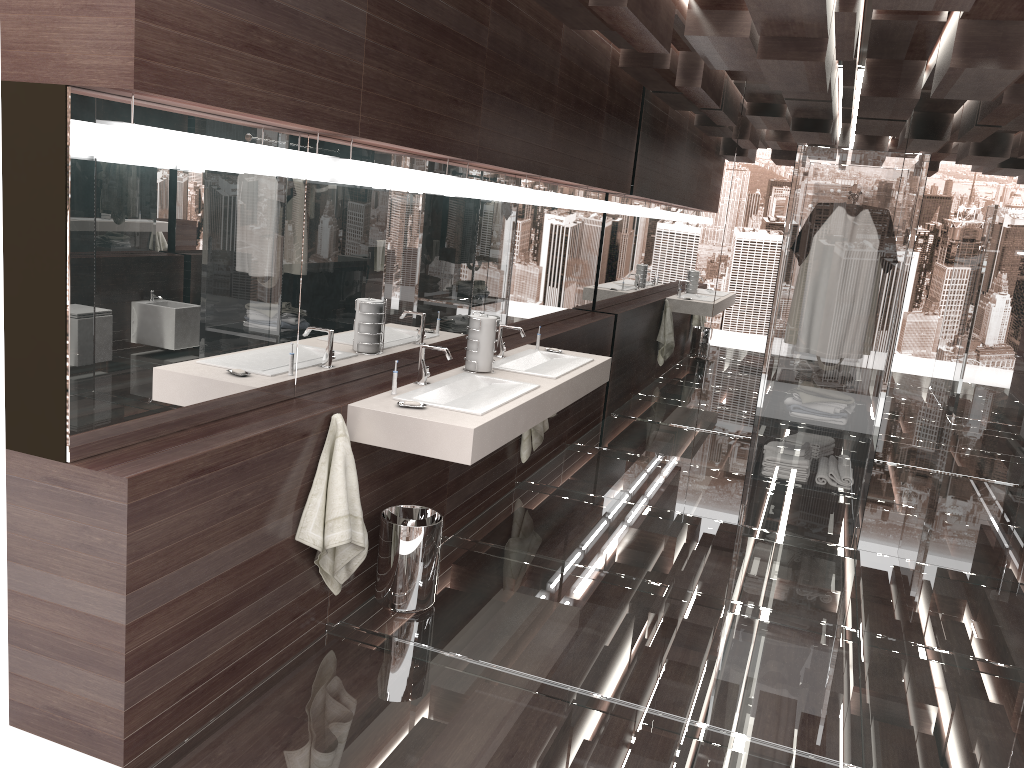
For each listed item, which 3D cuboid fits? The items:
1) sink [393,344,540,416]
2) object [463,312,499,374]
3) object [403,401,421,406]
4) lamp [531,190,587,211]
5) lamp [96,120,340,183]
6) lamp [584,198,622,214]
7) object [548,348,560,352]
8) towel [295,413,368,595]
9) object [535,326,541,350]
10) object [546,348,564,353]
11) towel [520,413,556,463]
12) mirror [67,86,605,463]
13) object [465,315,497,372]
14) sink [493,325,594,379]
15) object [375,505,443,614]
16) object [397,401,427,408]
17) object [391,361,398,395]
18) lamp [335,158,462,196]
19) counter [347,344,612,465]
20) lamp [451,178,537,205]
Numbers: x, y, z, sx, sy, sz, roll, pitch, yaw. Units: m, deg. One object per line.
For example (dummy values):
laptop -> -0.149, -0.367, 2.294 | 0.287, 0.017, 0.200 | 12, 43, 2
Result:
sink -> -0.188, -0.035, 3.561 | 0.427, 0.193, 0.681 | 10, 12, 19
object -> -0.143, -0.188, 4.016 | 0.145, 0.261, 0.136 | 0, 13, -27
object -> -0.363, 0.072, 3.214 | 0.066, 0.016, 0.035 | 5, 11, -4
lamp -> 0.285, -1.109, 5.365 | 0.082, 0.082, 0.950 | 10, 12, 19
lamp -> -0.774, -0.642, 2.505 | 0.082, 0.082, 0.950 | 10, 12, 19
lamp -> 0.632, -1.262, 6.301 | 0.082, 0.082, 0.950 | 10, 12, 19
object -> 0.228, -0.184, 4.786 | 0.066, 0.016, 0.035 | 15, 14, 38
towel -> -0.581, 0.449, 3.087 | 0.156, 0.678, 0.368 | 10, 12, 19
object -> 0.143, -0.246, 4.777 | 0.022, 0.132, 0.022 | -2, 14, -33
object -> 0.227, -0.177, 4.788 | 0.108, 0.011, 0.065 | 15, 15, 39
towel -> 0.155, 0.125, 5.076 | 0.156, 0.678, 0.368 | 10, 12, 18
mirror -> 1.715, -0.303, 3.851 | 4.126, 0.916, 5.081 | 10, 12, 19
object -> -0.140, -0.185, 4.010 | 0.124, 0.246, 0.128 | 6, 11, 0
sink -> 0.121, -0.171, 4.394 | 0.427, 0.193, 0.681 | 10, 12, 19
object -> -0.399, 0.676, 3.419 | 0.237, 0.358, 0.237 | -3, 14, -38
object -> -0.364, 0.078, 3.216 | 0.108, 0.011, 0.065 | 5, 11, -3
object -> -0.445, -0.025, 3.379 | 0.022, 0.132, 0.022 | 6, 11, 1
lamp -> -0.424, -0.797, 3.450 | 0.082, 0.082, 0.950 | 10, 12, 19
counter -> -0.028, 0.028, 3.997 | 0.488, 0.131, 1.954 | 10, 12, 19
lamp -> -0.071, -0.952, 4.403 | 0.082, 0.082, 0.950 | 10, 12, 19
